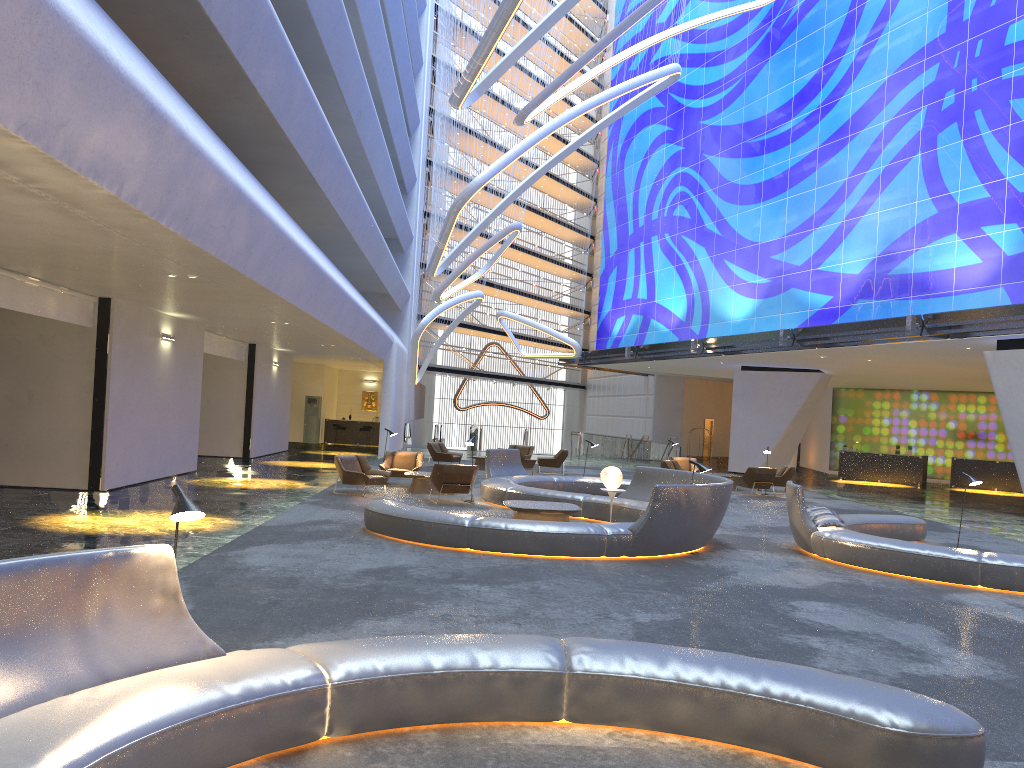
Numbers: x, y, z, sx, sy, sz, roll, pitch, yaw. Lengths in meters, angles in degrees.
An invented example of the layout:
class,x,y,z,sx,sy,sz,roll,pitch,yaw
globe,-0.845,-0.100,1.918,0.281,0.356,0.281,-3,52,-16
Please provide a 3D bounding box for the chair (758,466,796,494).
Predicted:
class,x,y,z,sx,sy,sz,roll,pitch,yaw
chair,7.340,2.648,24.653,0.938,0.766,0.930,3,-1,6

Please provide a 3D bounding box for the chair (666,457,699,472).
class,x,y,z,sx,sy,sz,roll,pitch,yaw
chair,5.043,2.572,26.292,0.929,0.766,0.939,3,-1,3

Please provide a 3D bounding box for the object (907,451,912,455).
class,x,y,z,sx,sy,sz,roll,pitch,yaw
object,14.646,2.542,32.634,0.150,0.145,0.150,3,-1,31

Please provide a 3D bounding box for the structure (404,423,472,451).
class,x,y,z,sx,sy,sz,roll,pitch,yaw
structure,-4.029,6.242,49.400,3.017,8.238,19.835,3,-2,-3

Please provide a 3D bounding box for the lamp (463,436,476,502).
class,x,y,z,sx,sy,sz,roll,pitch,yaw
lamp,-0.822,1.678,17.449,0.202,1.300,0.384,3,0,14

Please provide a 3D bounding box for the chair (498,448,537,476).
class,x,y,z,sx,sy,sz,roll,pitch,yaw
chair,0.100,2.280,25.945,0.940,0.766,0.929,4,-1,-41

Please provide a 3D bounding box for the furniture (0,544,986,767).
class,x,y,z,sx,sy,sz,roll,pitch,yaw
furniture,0.224,1.320,0.719,5.186,0.969,9.929,3,-2,-6

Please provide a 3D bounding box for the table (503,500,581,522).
class,x,y,z,sx,sy,sz,roll,pitch,yaw
table,0.452,2.080,13.804,1.203,0.392,1.203,3,-2,-3

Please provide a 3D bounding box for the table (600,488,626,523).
class,x,y,z,sx,sy,sz,roll,pitch,yaw
table,1.679,2.072,14.910,0.418,0.595,0.427,3,-1,-4

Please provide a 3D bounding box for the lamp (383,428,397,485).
class,x,y,z,sx,sy,sz,roll,pitch,yaw
lamp,-2.839,1.658,20.312,0.384,1.300,0.202,3,0,14

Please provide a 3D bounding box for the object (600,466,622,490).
class,x,y,z,sx,sy,sz,roll,pitch,yaw
object,1.667,1.578,14.877,0.367,0.387,0.318,3,-1,4

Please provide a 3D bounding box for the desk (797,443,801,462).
class,x,y,z,sx,sy,sz,roll,pitch,yaw
desk,15.352,3.754,49.302,2.975,1.097,0.814,2,-1,36

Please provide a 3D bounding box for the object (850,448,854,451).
class,x,y,z,sx,sy,sz,roll,pitch,yaw
object,12.935,2.500,33.750,0.107,0.108,0.111,3,-1,32

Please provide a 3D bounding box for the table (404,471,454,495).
class,x,y,z,sx,sy,sz,roll,pitch,yaw
table,-1.719,2.129,19.026,1.203,0.392,1.203,3,-2,-3

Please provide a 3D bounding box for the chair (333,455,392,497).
class,x,y,z,sx,sy,sz,roll,pitch,yaw
chair,-3.039,1.833,17.793,0.938,0.766,0.930,3,-1,30

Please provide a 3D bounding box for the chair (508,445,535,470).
class,x,y,z,sx,sy,sz,roll,pitch,yaw
chair,0.197,2.383,28.893,0.929,0.766,0.939,3,-1,24

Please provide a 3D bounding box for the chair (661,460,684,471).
class,x,y,z,sx,sy,sz,roll,pitch,yaw
chair,4.517,2.460,23.811,0.938,0.766,0.930,3,-1,30

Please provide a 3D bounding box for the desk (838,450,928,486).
class,x,y,z,sx,sy,sz,roll,pitch,yaw
desk,13.933,3.146,33.348,2.975,1.097,0.814,2,-1,36

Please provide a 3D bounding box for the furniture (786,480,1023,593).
class,x,y,z,sx,sy,sz,roll,pitch,yaw
furniture,7.126,2.032,10.442,5.187,0.969,9.928,4,-2,-11

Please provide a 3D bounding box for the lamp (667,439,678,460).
class,x,y,z,sx,sy,sz,roll,pitch,yaw
lamp,4.717,2.285,26.331,0.384,1.300,0.202,3,0,14

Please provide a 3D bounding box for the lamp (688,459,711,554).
class,x,y,z,sx,sy,sz,roll,pitch,yaw
lamp,2.541,1.697,12.259,0.384,1.300,0.202,3,0,14

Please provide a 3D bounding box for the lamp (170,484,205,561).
class,x,y,z,sx,sy,sz,roll,pitch,yaw
lamp,-1.819,1.203,4.796,0.202,1.300,0.384,3,0,-44

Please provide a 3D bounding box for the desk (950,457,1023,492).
class,x,y,z,sx,sy,sz,roll,pitch,yaw
desk,17.622,3.316,32.153,2.975,1.097,0.814,2,-1,34

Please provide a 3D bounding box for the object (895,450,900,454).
class,x,y,z,sx,sy,sz,roll,pitch,yaw
object,14.290,2.528,32.832,0.150,0.145,0.150,3,-1,31

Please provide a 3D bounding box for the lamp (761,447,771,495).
class,x,y,z,sx,sy,sz,roll,pitch,yaw
lamp,6.734,2.305,23.468,0.202,1.300,0.384,3,0,14

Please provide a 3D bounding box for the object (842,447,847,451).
class,x,y,z,sx,sy,sz,roll,pitch,yaw
object,12.727,2.473,33.881,0.149,0.150,0.149,3,-1,32

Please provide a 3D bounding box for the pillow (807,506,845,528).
class,x,y,z,sx,sy,sz,roll,pitch,yaw
pillow,4.511,1.925,12.934,0.692,0.262,0.878,3,-2,6

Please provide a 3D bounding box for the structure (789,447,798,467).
class,x,y,z,sx,sy,sz,roll,pitch,yaw
structure,12.384,2.775,39.121,1.023,2.051,0.772,3,0,-25

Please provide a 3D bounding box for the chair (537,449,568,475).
class,x,y,z,sx,sy,sz,roll,pitch,yaw
chair,1.249,2.398,27.537,0.938,0.766,0.930,3,-1,-1

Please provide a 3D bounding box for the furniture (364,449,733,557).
class,x,y,z,sx,sy,sz,roll,pitch,yaw
furniture,1.256,1.879,15.828,5.183,0.969,9.936,3,-2,14

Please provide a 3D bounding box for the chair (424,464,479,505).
class,x,y,z,sx,sy,sz,roll,pitch,yaw
chair,-1.167,1.920,17.205,0.930,0.766,0.938,4,-1,-19

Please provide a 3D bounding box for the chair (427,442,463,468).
class,x,y,z,sx,sy,sz,roll,pitch,yaw
chair,-2.083,2.199,27.231,0.938,0.766,0.930,3,-1,22

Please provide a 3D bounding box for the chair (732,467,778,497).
class,x,y,z,sx,sy,sz,roll,pitch,yaw
chair,6.388,2.547,23.223,0.930,0.766,0.938,4,-1,-19

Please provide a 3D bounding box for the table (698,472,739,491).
class,x,y,z,sx,sy,sz,roll,pitch,yaw
table,5.837,2.756,25.044,1.203,0.392,1.203,3,-2,-3

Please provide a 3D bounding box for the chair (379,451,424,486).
class,x,y,z,sx,sy,sz,roll,pitch,yaw
chair,-2.512,1.945,20.274,0.929,0.766,0.939,3,-1,3

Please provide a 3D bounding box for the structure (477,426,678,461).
class,x,y,z,sx,sy,sz,roll,pitch,yaw
structure,2.361,6.663,50.172,9.305,8.398,19.739,3,-2,-3

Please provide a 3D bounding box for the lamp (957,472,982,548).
class,x,y,z,sx,sy,sz,roll,pitch,yaw
lamp,6.730,1.962,13.101,0.202,1.300,0.384,3,0,-27

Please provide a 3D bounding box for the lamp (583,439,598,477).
class,x,y,z,sx,sy,sz,roll,pitch,yaw
lamp,1.782,1.925,20.474,0.384,1.300,0.202,3,0,14

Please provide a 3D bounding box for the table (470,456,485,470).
class,x,y,z,sx,sy,sz,roll,pitch,yaw
table,-0.656,2.472,27.599,1.202,0.392,1.204,3,-2,15
